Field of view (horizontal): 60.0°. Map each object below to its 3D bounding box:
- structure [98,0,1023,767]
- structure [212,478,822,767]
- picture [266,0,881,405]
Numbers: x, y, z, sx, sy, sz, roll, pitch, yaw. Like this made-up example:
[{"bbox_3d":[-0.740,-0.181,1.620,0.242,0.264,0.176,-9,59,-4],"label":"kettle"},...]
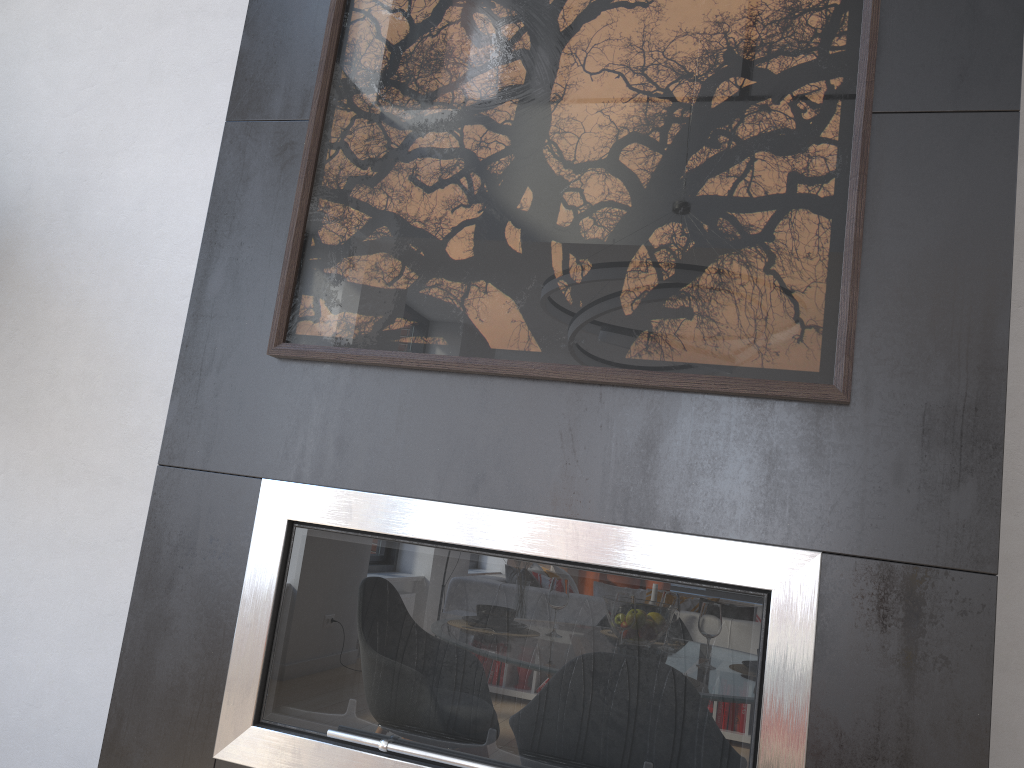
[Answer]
[{"bbox_3d":[0.256,-1.715,1.804,1.500,6.351,0.722,5,-9,18],"label":"structure"},{"bbox_3d":[0.017,0.425,1.628,1.010,0.651,0.295,5,-9,18],"label":"structure"},{"bbox_3d":[0.097,-0.497,1.635,1.056,0.990,0.026,5,-9,18],"label":"picture"}]
